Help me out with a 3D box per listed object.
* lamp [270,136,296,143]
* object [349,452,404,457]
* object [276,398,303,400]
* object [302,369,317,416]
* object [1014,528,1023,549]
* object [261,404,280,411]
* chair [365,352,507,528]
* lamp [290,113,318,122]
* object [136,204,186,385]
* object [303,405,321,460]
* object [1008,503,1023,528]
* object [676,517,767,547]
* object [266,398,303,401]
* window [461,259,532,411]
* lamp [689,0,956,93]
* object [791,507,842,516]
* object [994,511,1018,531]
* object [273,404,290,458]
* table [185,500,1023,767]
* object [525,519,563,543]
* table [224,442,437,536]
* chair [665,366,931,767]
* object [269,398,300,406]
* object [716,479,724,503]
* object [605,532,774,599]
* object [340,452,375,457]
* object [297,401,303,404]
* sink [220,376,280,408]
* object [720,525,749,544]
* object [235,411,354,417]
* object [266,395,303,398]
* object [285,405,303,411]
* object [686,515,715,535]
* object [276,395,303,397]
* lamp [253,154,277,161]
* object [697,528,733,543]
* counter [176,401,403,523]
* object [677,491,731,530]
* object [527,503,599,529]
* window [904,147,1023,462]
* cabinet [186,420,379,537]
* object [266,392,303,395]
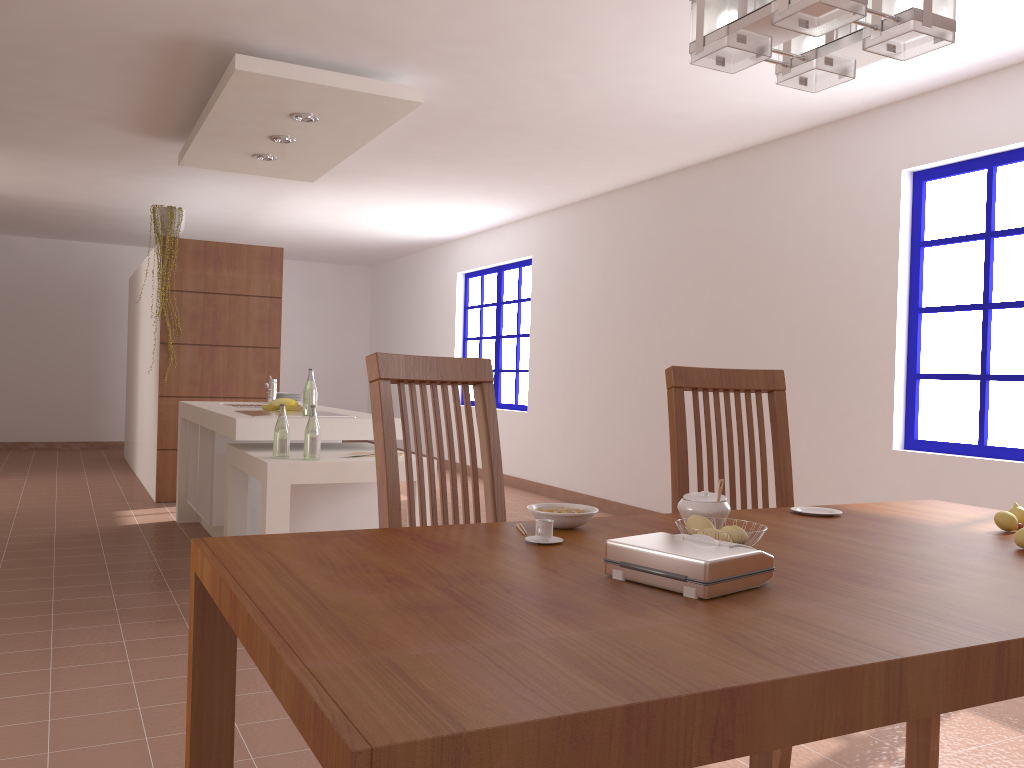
[{"bbox_3d":[-1.322,-1.431,5.120,0.143,0.059,0.143,2,0,1],"label":"lamp"},{"bbox_3d":[-0.619,0.324,4.072,0.266,0.006,0.168,2,0,-10],"label":"object"},{"bbox_3d":[-1.545,0.102,6.047,0.228,0.020,0.228,2,1,45],"label":"object"},{"bbox_3d":[-0.995,0.040,4.376,0.071,0.230,0.071,2,1,44],"label":"object"},{"bbox_3d":[0.924,0.276,1.587,0.041,0.041,0.042,1,0,-41],"label":"object"},{"bbox_3d":[-1.330,0.130,4.887,0.207,0.033,0.060,2,1,43],"label":"object"},{"bbox_3d":[-0.004,0.476,1.756,0.574,1.063,0.444,2,1,43],"label":"chair"},{"bbox_3d":[-1.092,-1.421,4.670,0.143,0.059,0.143,1,1,-44],"label":"lamp"},{"bbox_3d":[-2.625,-0.668,6.690,0.279,1.344,0.297,2,0,22],"label":"object"},{"bbox_3d":[-0.848,0.206,3.771,0.071,0.230,0.071,2,1,44],"label":"object"},{"bbox_3d":[1.056,0.275,1.852,0.038,0.053,0.039,2,0,8],"label":"object"},{"bbox_3d":[0.353,0.258,1.500,0.151,0.041,0.151,2,0,23],"label":"object"},{"bbox_3d":[-1.545,0.112,6.047,0.228,0.020,0.228,2,1,45],"label":"object"},{"bbox_3d":[-0.132,-0.470,8.906,0.035,1.430,1.699,2,0,-27],"label":"window"},{"bbox_3d":[0.526,-1.015,1.489,0.304,0.919,0.304,2,0,-27],"label":"lamp"},{"bbox_3d":[0.671,0.282,1.956,0.108,0.008,0.108,2,0,28],"label":"object"},{"bbox_3d":[0.994,0.276,1.784,0.042,0.041,0.041,2,0,38],"label":"object"},{"bbox_3d":[-0.988,0.202,3.809,0.071,0.230,0.071,2,1,44],"label":"object"},{"bbox_3d":[0.468,0.653,1.466,1.800,0.740,0.900,2,0,-27],"label":"table"},{"bbox_3d":[0.055,0.251,1.513,0.065,0.037,0.065,2,0,-14],"label":"object"},{"bbox_3d":[-0.897,0.641,4.200,0.737,0.647,1.003,2,0,-27],"label":"table"},{"bbox_3d":[0.617,0.492,2.072,0.444,1.063,0.574,2,0,-17],"label":"chair"},{"bbox_3d":[-1.252,0.104,4.922,0.047,0.055,0.207,2,0,40],"label":"object"},{"bbox_3d":[0.375,0.209,1.607,0.010,0.075,0.015,2,0,-27],"label":"object"},{"bbox_3d":[0.262,0.247,1.264,0.195,0.062,0.176,1,0,-42],"label":"object"},{"bbox_3d":[-0.652,0.317,4.025,0.041,0.008,0.375,2,0,30],"label":"object"},{"bbox_3d":[-1.546,0.122,6.047,0.228,0.020,0.228,2,1,45],"label":"object"},{"bbox_3d":[-1.557,0.130,5.507,0.404,0.368,0.668,2,0,-27],"label":"sink"},{"bbox_3d":[0.375,0.257,1.509,0.048,0.033,0.060,2,0,-28],"label":"object"},{"bbox_3d":[-1.122,0.153,4.546,0.493,0.006,0.551,2,0,-27],"label":"object"},{"bbox_3d":[-1.545,0.091,6.047,0.228,0.020,0.228,2,1,45],"label":"object"},{"bbox_3d":[-1.225,0.133,4.911,0.207,0.033,0.060,2,0,18],"label":"object"},{"bbox_3d":[0.328,0.250,1.536,0.055,0.044,0.048,2,0,43],"label":"object"},{"bbox_3d":[-1.544,0.081,6.047,0.228,0.020,0.228,2,1,45],"label":"object"},{"bbox_3d":[-1.549,-1.441,5.565,0.143,0.059,0.143,2,0,1],"label":"lamp"},{"bbox_3d":[0.336,0.256,1.476,0.061,0.032,0.048,2,0,32],"label":"object"},{"bbox_3d":[-1.376,0.544,5.136,0.821,0.800,2.156,2,0,-27],"label":"counter"},{"bbox_3d":[0.354,0.239,1.639,0.096,0.079,0.096,2,0,-32],"label":"object"},{"bbox_3d":[0.095,0.252,1.675,0.136,0.036,0.136,2,0,21],"label":"object"},{"bbox_3d":[2.447,-0.359,3.825,0.035,1.430,1.699,2,0,-27],"label":"window"},{"bbox_3d":[-1.349,0.595,5.088,0.737,0.700,2.048,2,0,-27],"label":"cabinet"},{"bbox_3d":[-1.544,0.071,6.047,0.228,0.020,0.228,2,1,45],"label":"object"}]
